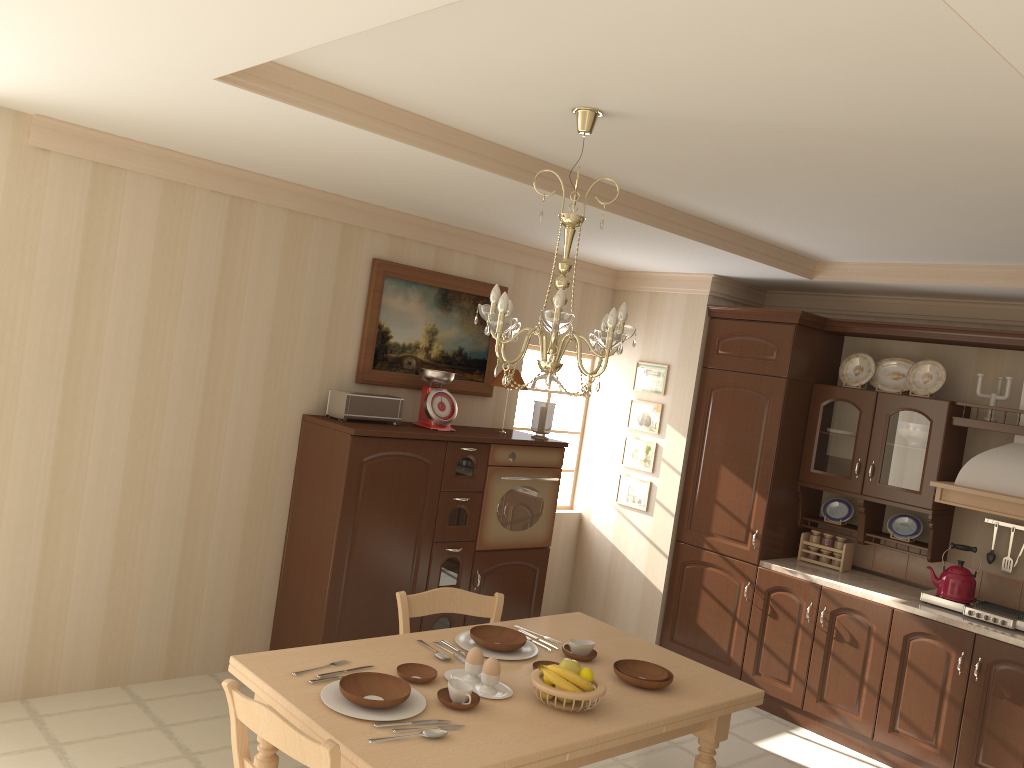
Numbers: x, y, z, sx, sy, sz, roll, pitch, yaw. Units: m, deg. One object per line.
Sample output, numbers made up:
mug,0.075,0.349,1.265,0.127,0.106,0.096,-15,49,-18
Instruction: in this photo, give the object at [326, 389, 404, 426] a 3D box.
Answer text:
object,-0.774,0.127,4.714,0.360,0.150,0.192,7,2,-43

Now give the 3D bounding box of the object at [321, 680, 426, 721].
object,-0.392,0.895,2.518,0.299,0.009,0.299,9,2,26

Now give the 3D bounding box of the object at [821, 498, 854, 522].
object,1.969,0.764,5.367,0.071,0.143,0.202,7,2,-45

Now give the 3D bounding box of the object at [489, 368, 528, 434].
object,-0.032,0.101,5.233,0.235,0.388,0.237,7,2,-31

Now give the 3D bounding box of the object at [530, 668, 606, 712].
object,0.168,0.940,2.714,0.235,0.068,0.235,9,2,5

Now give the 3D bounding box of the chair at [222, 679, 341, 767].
chair,-0.510,1.244,2.420,0.462,0.846,0.517,10,2,40

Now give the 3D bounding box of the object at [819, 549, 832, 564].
object,1.892,1.039,5.353,0.068,0.088,0.068,8,2,-27

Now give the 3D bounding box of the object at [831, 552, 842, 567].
object,1.949,1.049,5.299,0.068,0.088,0.068,8,2,-27

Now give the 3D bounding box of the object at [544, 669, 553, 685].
object,0.120,0.889,2.705,0.045,0.053,0.051,10,2,36

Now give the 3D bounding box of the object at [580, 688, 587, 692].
object,0.199,0.937,2.746,0.070,0.069,0.068,7,2,-34

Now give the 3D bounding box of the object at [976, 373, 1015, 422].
object,2.570,0.077,4.766,0.163,0.248,0.174,9,2,10

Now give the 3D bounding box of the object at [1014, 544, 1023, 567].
object,2.718,0.889,4.693,0.005,0.195,0.089,7,2,-43

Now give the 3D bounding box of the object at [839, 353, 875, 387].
object,2.059,-0.086,5.293,0.068,0.210,0.220,7,2,-45

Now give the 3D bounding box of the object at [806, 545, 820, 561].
object,1.836,1.030,5.406,0.068,0.088,0.068,8,2,-27

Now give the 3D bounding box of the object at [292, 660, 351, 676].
object,-0.580,0.865,2.705,0.028,0.004,0.218,10,2,37

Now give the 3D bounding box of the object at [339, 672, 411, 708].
object,-0.390,0.877,2.518,0.204,0.042,0.204,9,2,17

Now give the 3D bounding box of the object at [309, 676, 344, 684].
object,-0.506,0.876,2.646,0.218,0.008,0.022,7,2,-40

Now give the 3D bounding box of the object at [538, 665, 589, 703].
object,0.161,0.907,2.649,0.176,0.094,0.064,8,2,-6

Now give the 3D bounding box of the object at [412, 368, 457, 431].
object,-0.426,0.085,4.938,0.218,0.317,0.263,7,2,-39

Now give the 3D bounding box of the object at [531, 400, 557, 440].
object,0.182,0.216,5.301,0.144,0.220,0.144,9,2,30

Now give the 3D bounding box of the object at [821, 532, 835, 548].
object,1.907,0.940,5.350,0.068,0.088,0.068,8,2,-27

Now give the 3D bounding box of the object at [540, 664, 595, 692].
object,0.174,0.890,2.665,0.184,0.085,0.066,8,2,-5

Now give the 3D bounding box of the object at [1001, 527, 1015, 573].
object,2.667,0.887,4.751,0.003,0.245,0.051,7,2,-43

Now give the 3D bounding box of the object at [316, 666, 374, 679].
object,-0.505,0.874,2.701,0.018,0.008,0.212,10,2,42

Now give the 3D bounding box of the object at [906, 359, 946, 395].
object,2.330,-0.038,4.995,0.068,0.210,0.220,7,2,-45

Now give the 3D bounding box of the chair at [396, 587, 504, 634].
chair,-0.205,1.262,3.363,0.462,0.846,0.517,8,2,-26

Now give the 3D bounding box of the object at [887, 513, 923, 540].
object,2.242,0.813,5.064,0.071,0.143,0.202,7,2,-45

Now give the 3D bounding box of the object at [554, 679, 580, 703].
object,0.167,0.929,2.687,0.077,0.065,0.076,9,2,24

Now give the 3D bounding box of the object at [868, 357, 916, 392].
object,2.236,-0.054,5.182,0.073,0.209,0.342,7,2,-42

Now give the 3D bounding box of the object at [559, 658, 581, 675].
object,0.178,0.879,2.733,0.069,0.061,0.068,8,2,-26

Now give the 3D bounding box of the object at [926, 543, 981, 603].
object,2.317,0.976,4.625,0.227,0.282,0.181,8,2,-19

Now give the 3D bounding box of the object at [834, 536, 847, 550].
object,1.963,0.950,5.297,0.068,0.088,0.068,8,2,-27

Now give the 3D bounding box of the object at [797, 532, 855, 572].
object,1.896,1.012,5.354,0.276,0.170,0.140,10,2,43

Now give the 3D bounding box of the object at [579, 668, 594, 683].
object,0.227,0.894,2.718,0.047,0.046,0.054,8,2,-1

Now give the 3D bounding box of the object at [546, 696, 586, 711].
object,0.163,0.971,2.715,0.128,0.011,0.128,8,2,-2

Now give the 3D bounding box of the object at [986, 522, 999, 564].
object,2.611,0.864,4.810,0.015,0.231,0.048,7,2,-41

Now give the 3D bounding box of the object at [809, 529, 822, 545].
object,1.850,0.930,5.403,0.068,0.088,0.068,8,2,-27

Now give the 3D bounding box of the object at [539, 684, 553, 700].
object,0.106,0.935,2.697,0.046,0.046,0.055,8,2,-10

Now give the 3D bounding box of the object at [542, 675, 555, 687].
object,0.130,0.922,2.752,0.074,0.076,0.072,9,2,22
